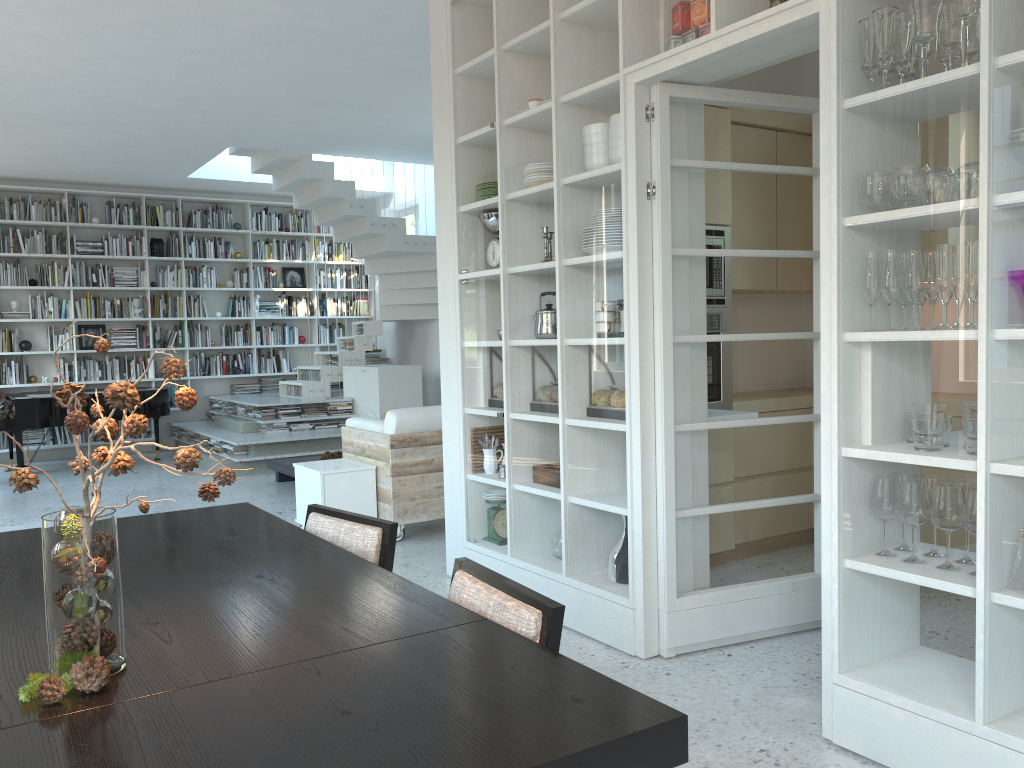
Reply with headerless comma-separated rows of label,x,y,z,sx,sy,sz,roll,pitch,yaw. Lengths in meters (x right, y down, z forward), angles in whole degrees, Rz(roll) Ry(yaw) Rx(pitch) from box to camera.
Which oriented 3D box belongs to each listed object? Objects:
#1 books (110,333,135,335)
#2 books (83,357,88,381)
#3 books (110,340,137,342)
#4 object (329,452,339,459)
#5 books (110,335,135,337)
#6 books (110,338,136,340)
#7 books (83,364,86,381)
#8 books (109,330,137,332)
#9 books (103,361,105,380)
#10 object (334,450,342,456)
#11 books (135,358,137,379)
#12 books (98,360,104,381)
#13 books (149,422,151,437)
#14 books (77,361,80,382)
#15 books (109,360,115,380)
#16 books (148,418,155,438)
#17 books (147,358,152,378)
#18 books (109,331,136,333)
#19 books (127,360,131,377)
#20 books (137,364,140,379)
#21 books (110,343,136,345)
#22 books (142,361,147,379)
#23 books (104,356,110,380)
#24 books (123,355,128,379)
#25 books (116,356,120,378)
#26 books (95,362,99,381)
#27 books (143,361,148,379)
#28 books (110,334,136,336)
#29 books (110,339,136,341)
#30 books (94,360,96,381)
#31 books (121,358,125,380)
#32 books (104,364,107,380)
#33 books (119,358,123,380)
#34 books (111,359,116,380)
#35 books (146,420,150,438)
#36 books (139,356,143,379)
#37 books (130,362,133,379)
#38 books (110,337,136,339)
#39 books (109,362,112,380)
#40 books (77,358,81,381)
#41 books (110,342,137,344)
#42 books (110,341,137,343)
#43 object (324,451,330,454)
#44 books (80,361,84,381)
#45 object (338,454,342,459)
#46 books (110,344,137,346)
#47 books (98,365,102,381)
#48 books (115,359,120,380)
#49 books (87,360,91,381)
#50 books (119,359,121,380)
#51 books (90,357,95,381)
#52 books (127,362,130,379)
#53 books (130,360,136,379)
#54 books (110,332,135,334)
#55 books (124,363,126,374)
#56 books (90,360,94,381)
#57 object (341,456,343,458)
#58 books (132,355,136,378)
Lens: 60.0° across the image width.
books,-4.719,-0.609,10.748,0.254,0.012,0.161,-4,4,-36
books,-5.075,-0.181,10.557,0.027,0.291,0.140,-4,4,-33
books,-4.718,-0.524,10.755,0.285,0.012,0.159,-3,3,-31
object,-1.625,0.669,8.069,0.094,0.108,0.108,0,4,25
books,-4.718,-0.584,10.749,0.254,0.012,0.161,-4,4,-36
books,-4.715,-0.548,10.748,0.254,0.012,0.161,-4,4,-38
books,-5.086,-0.138,10.531,0.024,0.208,0.170,-4,4,-33
books,-4.717,-0.645,10.741,0.285,0.012,0.159,-4,4,-38
books,-4.909,-0.160,10.644,0.013,0.230,0.138,-4,4,-33
object,-1.586,0.662,8.180,0.099,0.102,0.097,0,4,28
books,-4.609,-0.191,10.848,0.014,0.256,0.145,-4,4,-33
books,-4.921,-0.162,10.624,0.029,0.238,0.165,-4,4,-33
books,-4.487,0.562,10.950,0.023,0.182,0.148,-4,4,-33
books,-5.144,-0.153,10.500,0.029,0.244,0.154,-4,4,-33
books,-4.830,-0.168,10.697,0.031,0.237,0.158,-4,4,-33
books,-4.425,0.519,10.906,0.038,0.269,0.277,-4,4,-33
books,-4.470,-0.193,10.905,0.033,0.246,0.176,-4,4,-33
books,-4.721,-0.633,10.748,0.285,0.012,0.159,-3,3,-31
books,-4.668,-0.177,10.802,0.014,0.235,0.154,-4,4,-33
books,-4.580,-0.155,10.840,0.023,0.183,0.169,-4,4,-33
books,-4.713,-0.489,10.752,0.254,0.012,0.161,-4,4,-38
books,-4.522,-0.173,10.878,0.042,0.212,0.169,-4,4,-33
books,-4.874,-0.193,10.666,0.026,0.292,0.152,-4,4,-33
books,-4.695,-0.205,10.773,0.012,0.297,0.177,-4,4,-33
books,-4.776,-0.197,10.745,0.014,0.286,0.134,-4,4,-33
books,-4.965,-0.149,10.593,0.023,0.217,0.174,-4,4,-33
books,-4.501,-0.177,10.893,0.011,0.216,0.166,-4,4,-33
books,-4.717,-0.597,10.747,0.254,0.012,0.161,-4,4,-37
books,-4.714,-0.536,10.748,0.285,0.012,0.159,-3,3,-28
books,-4.996,-0.162,10.599,0.021,0.244,0.141,-4,4,-33
books,-4.727,-0.187,10.749,0.028,0.264,0.161,-4,4,-33
books,-4.886,-0.143,10.644,0.023,0.196,0.165,-4,4,-33
books,-4.747,-0.185,10.744,0.010,0.261,0.181,-4,4,-33
books,-4.815,-0.179,10.724,0.025,0.255,0.136,-4,4,-33
books,-4.502,0.546,10.924,0.029,0.218,0.190,-4,4,-33
books,-4.558,-0.201,10.866,0.026,0.272,0.175,-4,4,-33
books,-4.645,-0.162,10.804,0.023,0.204,0.167,-4,4,-33
books,-4.715,-0.560,10.747,0.285,0.012,0.159,-3,3,-28
books,-4.856,-0.159,10.689,0.025,0.220,0.140,-4,4,-33
books,-5.124,-0.169,10.504,0.011,0.275,0.145,-4,4,-33
books,-4.720,-0.501,10.761,0.285,0.012,0.159,-3,4,-33
books,-4.719,-0.512,10.758,0.285,0.012,0.159,-3,4,-32
object,-1.685,0.660,8.118,0.090,0.106,0.097,-2,3,-12
books,-5.101,-0.149,10.506,0.027,0.234,0.167,-4,4,-33
object,-1.550,0.672,8.122,0.106,0.086,0.091,-3,3,-19
books,-4.713,-0.477,10.752,0.285,0.012,0.159,-3,3,-28
books,-4.941,-0.133,10.604,0.029,0.184,0.174,-4,4,-33
books,-4.779,-0.174,10.716,0.026,0.245,0.191,-4,4,-33
books,-5.050,-0.161,10.567,0.024,0.248,0.132,-4,4,-33
books,-4.761,-0.180,10.748,0.011,0.252,0.158,-4,4,-33
books,-5.001,-0.180,10.573,0.013,0.282,0.166,-4,4,-33
books,-4.678,-0.161,10.784,0.024,0.207,0.183,-4,4,-33
books,-4.626,-0.178,10.815,0.023,0.234,0.174,-4,4,-33
books,-4.718,-0.621,10.745,0.254,0.012,0.161,-4,4,-37
books,-4.714,-0.158,10.776,0.021,0.203,0.128,-4,4,-33
books,-5.019,-0.160,10.566,0.027,0.246,0.179,-4,4,-33
object,-1.507,0.676,8.022,0.083,0.100,0.092,-3,4,-28
books,-4.617,-0.209,10.833,0.014,0.294,0.137,-4,4,-33
